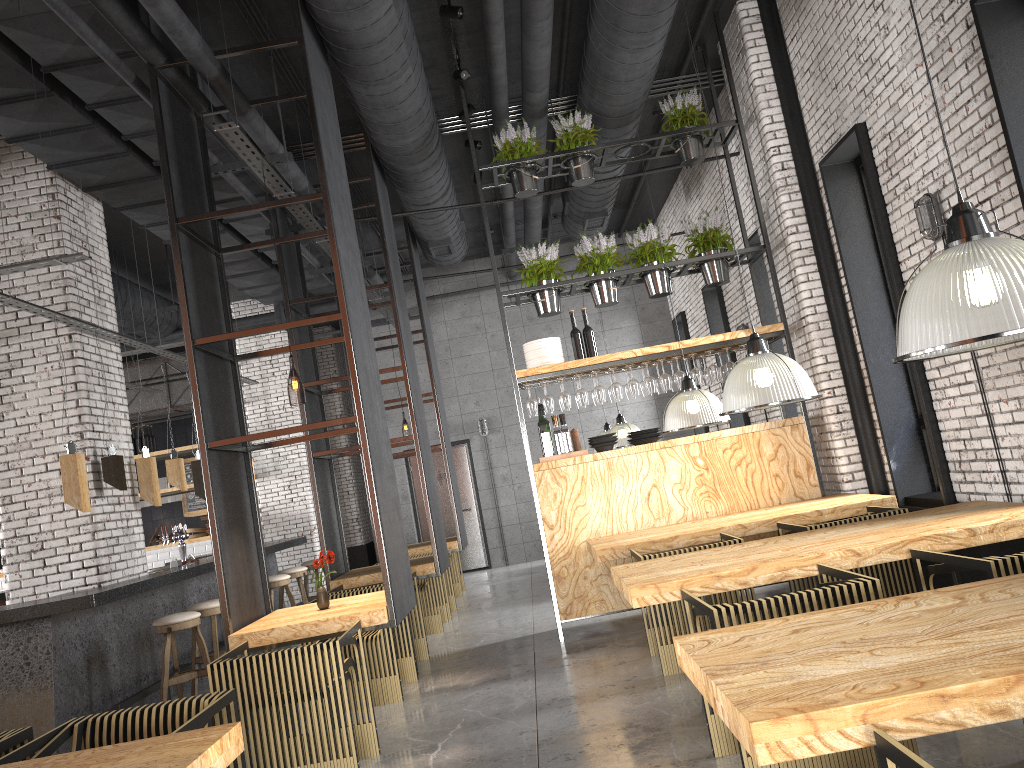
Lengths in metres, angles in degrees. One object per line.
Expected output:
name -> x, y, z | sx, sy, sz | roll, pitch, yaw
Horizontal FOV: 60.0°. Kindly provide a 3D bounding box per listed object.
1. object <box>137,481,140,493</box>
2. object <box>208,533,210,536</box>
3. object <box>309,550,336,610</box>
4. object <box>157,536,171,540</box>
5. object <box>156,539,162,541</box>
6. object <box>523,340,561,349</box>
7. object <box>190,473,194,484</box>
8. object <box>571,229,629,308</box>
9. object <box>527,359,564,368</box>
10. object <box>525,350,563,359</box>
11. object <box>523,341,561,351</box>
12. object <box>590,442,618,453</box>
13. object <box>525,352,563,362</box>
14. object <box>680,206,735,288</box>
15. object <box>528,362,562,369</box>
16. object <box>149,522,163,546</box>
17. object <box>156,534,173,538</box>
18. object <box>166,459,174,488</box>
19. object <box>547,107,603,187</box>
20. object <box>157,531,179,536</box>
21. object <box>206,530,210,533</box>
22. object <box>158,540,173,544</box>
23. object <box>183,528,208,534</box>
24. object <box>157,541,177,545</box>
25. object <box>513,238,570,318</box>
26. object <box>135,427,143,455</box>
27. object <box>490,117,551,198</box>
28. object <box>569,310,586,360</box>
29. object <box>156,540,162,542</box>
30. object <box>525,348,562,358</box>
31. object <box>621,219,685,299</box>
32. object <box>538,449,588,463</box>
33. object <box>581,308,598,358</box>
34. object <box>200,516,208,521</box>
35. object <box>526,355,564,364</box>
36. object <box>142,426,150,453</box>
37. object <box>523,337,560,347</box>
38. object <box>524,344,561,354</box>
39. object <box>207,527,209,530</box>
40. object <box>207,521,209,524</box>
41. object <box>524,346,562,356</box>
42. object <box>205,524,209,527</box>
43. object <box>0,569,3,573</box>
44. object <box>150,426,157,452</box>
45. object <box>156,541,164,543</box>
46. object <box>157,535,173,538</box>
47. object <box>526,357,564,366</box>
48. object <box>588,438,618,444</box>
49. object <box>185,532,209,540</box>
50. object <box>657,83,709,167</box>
object -> -5.987, 1.654, 14.131 | 0.198, 0.231, 0.165 | -11, -7, 6
object -> -4.366, 2.254, 13.601 | 0.405, 0.044, 0.634 | -10, -6, -5
object -> -1.166, 1.220, 5.551 | 0.171, 0.356, 0.155 | -4, -9, -42
object -> -5.277, 2.355, 13.655 | 0.405, 0.019, 0.458 | -16, -8, 42
object -> -5.289, 2.372, 13.641 | 0.406, 0.019, 0.457 | -12, -6, 13
object -> 0.262, -0.329, 7.697 | 0.335, 0.039, 0.333 | -7, -7, -25
object -> -5.023, 1.490, 14.008 | 0.118, 0.181, 0.118 | -5, -8, -36
object -> 0.779, -0.963, 7.801 | 0.467, 0.560, 0.415 | -10, -7, -6
object -> 0.292, -0.162, 7.677 | 0.335, 0.046, 0.333 | -8, -6, -19
object -> 0.278, -0.238, 7.685 | 0.334, 0.040, 0.334 | -13, -6, 22
object -> 0.265, -0.311, 7.695 | 0.335, 0.044, 0.333 | -7, -7, -29
object -> 0.790, 0.547, 7.579 | 0.257, 0.067, 0.256 | -11, -6, 7
object -> 0.282, -0.219, 7.684 | 0.335, 0.039, 0.333 | -6, -7, -34
object -> 1.743, -1.141, 7.771 | 0.416, 0.560, 0.467 | -13, -7, 19
object -> 0.296, -0.142, 7.673 | 0.334, 0.033, 0.335 | -15, -8, 38
object -> -5.451, 2.298, 13.559 | 0.242, 0.339, 0.486 | -9, -7, -14
object -> -5.262, 2.320, 13.661 | 0.457, 0.019, 0.407 | -14, -7, 33
object -> -5.472, 1.441, 14.166 | 0.098, 0.472, 0.098 | -9, -7, -12
object -> 0.589, -2.063, 7.910 | 0.416, 0.560, 0.466 | -4, -9, -42
object -> -5.283, 2.307, 13.662 | 0.458, 0.019, 0.405 | -5, -8, -43
object -> -4.374, 2.210, 13.607 | 0.405, 0.044, 0.634 | -11, -6, 2
object -> -5.227, 2.411, 13.642 | 0.407, 0.019, 0.456 | -7, -7, -28
object -> -4.828, 2.244, 13.625 | 0.440, 0.154, 0.435 | -5, -8, -43
object -> -5.241, 2.430, 13.647 | 0.457, 0.019, 0.407 | -14, -7, 35
object -> 0.283, -0.877, 7.762 | 0.417, 0.560, 0.466 | -6, -8, -35
object -> -5.935, 0.909, 14.101 | 0.098, 0.459, 0.098 | -7, -8, -22
object -> 0.076, -1.966, 7.943 | 0.468, 0.560, 0.415 | -7, -7, -26
object -> 0.559, -0.410, 7.702 | 0.098, 0.472, 0.098 | -7, -8, -22
object -> -5.261, 2.385, 13.654 | 0.458, 0.019, 0.405 | -7, -7, -31
object -> 0.275, -0.253, 7.687 | 0.334, 0.039, 0.334 | -11, -6, 8
object -> 1.251, -1.048, 7.811 | 0.467, 0.560, 0.415 | -4, -9, -44
object -> 0.436, 0.630, 7.627 | 0.411, 0.050, 0.410 | -10, -6, -1
object -> 0.665, -0.429, 7.702 | 0.098, 0.472, 0.098 | -7, -8, -22
object -> -4.458, 2.039, 13.566 | 0.406, 0.094, 0.635 | -10, -6, -3
object -> 0.285, -0.200, 7.680 | 0.335, 0.040, 0.333 | -6, -7, -36
object -> -5.829, 0.890, 14.102 | 0.098, 0.459, 0.098 | -7, -8, -22
object -> 0.258, -0.348, 7.700 | 0.335, 0.039, 0.333 | -7, -7, -26
object -> 0.269, -0.291, 7.693 | 0.335, 0.041, 0.333 | -7, -7, -31
object -> -4.382, 2.167, 13.612 | 0.405, 0.044, 0.634 | -10, -6, -4
object -> -4.398, 2.080, 13.623 | 0.405, 0.044, 0.634 | -10, -6, -6
object -> 0.272, -0.273, 7.689 | 0.335, 0.043, 0.334 | -8, -6, -16
object -> -4.390, 2.124, 13.618 | 0.405, 0.044, 0.634 | -10, -6, 0
object -> -7.603, 2.813, 13.393 | 0.216, 0.056, 0.323 | -10, -6, 0
object -> -5.824, 0.918, 14.370 | 0.098, 0.459, 0.098 | -7, -8, -22
object -> -5.251, 2.399, 13.652 | 0.457, 0.019, 0.406 | -13, -7, 28
object -> -5.253, 2.335, 13.658 | 0.457, 0.019, 0.407 | -16, -8, 42
object -> 0.289, -0.181, 7.678 | 0.335, 0.037, 0.333 | -6, -7, -34
object -> 0.785, 0.517, 7.584 | 0.256, 0.075, 0.257 | -13, -7, 25
object -> -4.819, 2.310, 13.613 | 0.436, 0.097, 0.436 | -13, -7, 24
object -> 1.557, -2.241, 7.889 | 0.416, 0.560, 0.466 | -11, -7, 10
